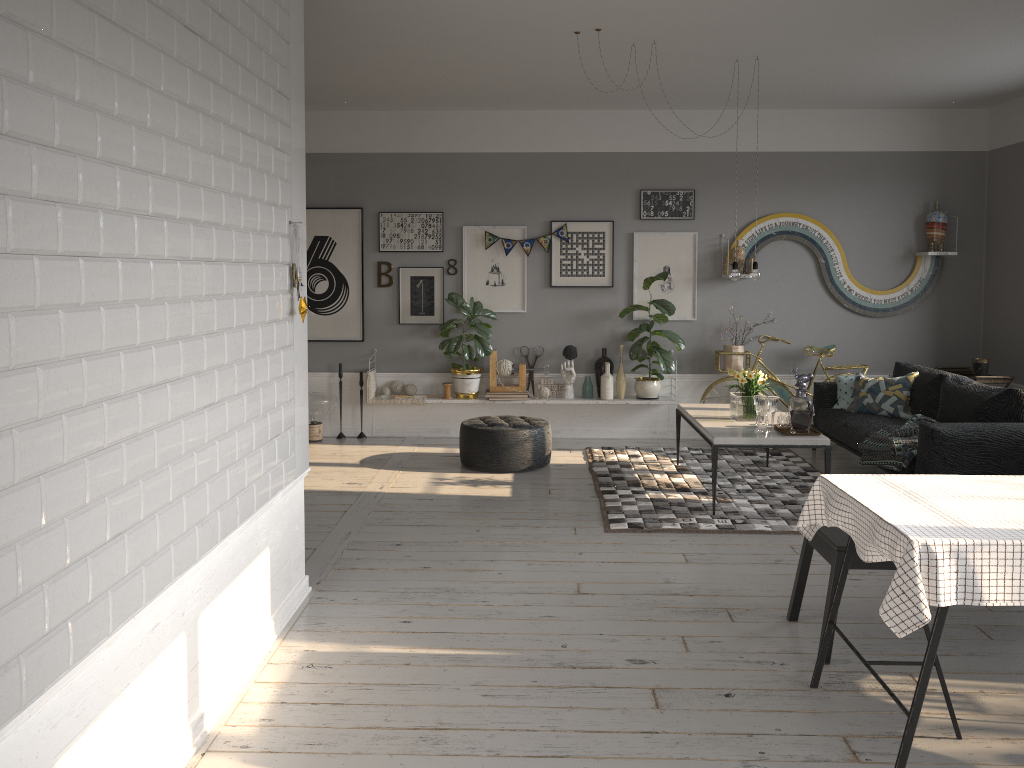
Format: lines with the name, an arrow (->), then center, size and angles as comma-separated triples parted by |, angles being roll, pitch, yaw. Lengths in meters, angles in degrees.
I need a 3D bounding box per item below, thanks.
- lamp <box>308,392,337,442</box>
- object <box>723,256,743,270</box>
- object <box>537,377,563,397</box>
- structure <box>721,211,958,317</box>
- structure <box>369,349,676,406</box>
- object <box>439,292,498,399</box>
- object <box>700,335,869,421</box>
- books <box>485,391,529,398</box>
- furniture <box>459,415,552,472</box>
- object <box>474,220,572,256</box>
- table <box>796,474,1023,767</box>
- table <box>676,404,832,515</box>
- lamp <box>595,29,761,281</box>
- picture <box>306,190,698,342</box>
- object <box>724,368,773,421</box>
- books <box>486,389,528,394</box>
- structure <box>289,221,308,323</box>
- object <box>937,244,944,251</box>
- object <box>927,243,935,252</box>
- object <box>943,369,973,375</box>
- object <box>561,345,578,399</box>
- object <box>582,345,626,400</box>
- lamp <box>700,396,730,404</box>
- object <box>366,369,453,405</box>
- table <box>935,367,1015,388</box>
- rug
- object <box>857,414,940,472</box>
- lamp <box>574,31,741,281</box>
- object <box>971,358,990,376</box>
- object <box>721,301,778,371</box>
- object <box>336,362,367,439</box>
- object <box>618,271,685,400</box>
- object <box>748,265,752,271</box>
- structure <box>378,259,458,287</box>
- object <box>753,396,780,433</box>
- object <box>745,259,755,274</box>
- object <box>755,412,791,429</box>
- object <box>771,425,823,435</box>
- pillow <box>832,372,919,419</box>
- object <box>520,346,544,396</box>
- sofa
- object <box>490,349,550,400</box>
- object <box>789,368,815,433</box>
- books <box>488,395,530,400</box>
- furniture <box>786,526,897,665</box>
lamp -> -1.801, 0.296, 8.015 | 0.433, 0.435, 0.434 | 2, 6, 23
object -> 1.969, -1.055, 7.867 | 0.197, 0.165, 0.060 | 4, 5, 35
object -> 0.363, 0.029, 8.122 | 0.265, 0.173, 0.078 | 1, 4, 7
structure -> 2.914, -1.071, 7.916 | 2.022, 0.952, 0.268 | 0, 4, 2
structure -> 0.093, -0.063, 8.044 | 2.775, 0.484, 0.309 | 0, 4, 2
object -> -0.403, -0.346, 7.951 | 0.510, 0.959, 0.548 | -1, 4, -13
object -> 2.509, 0.050, 7.925 | 1.626, 0.966, 0.428 | -1, 4, -7
books -> -0.045, 0.092, 8.022 | 0.384, 0.029, 0.261 | 0, 7, 2
furniture -> -0.052, 0.462, 7.044 | 0.735, 0.355, 0.739 | -1, 7, -11
object -> 0.103, -1.328, 8.092 | 0.914, 0.338, 0.058 | 0, 3, 1
table -> 2.044, 0.773, 2.835 | 2.025, 0.781, 0.936 | 0, 6, 1
table -> 1.622, 0.497, 6.180 | 0.732, 0.508, 1.464 | 0, 7, 2
lamp -> 1.108, -1.438, 5.764 | 1.397, 1.530, 0.074 | -3, 4, -29
picture -> -2.015, -0.881, 6.175 | 7.291, 1.787, 4.063 | 0, 6, 2
object -> 1.647, 0.068, 6.149 | 0.325, 0.349, 0.353 | 0, 5, 4
books -> -0.048, 0.069, 8.031 | 0.379, 0.017, 0.230 | 0, 7, -1
structure -> -0.936, -0.489, 3.872 | 0.078, 0.445, 0.134 | -1, 4, -10
object -> 3.771, -1.202, 7.787 | 0.050, 0.058, 0.050 | -1, 5, -9
object -> 3.705, -1.207, 7.822 | 0.060, 0.079, 0.060 | -1, 5, -10
object -> 3.995, -0.105, 7.813 | 0.246, 0.015, 0.320 | 0, 7, 2
object -> 0.517, -0.111, 8.015 | 0.155, 0.481, 0.137 | 0, 4, 1
object -> 0.832, -0.112, 7.991 | 0.286, 0.486, 0.333 | -3, 6, -38
lamp -> 1.870, 0.334, 7.753 | 0.433, 0.435, 0.434 | 3, 6, 32
object -> -0.919, 0.028, 8.053 | 0.784, 0.305, 0.330 | 0, 5, 2
table -> 3.990, 0.227, 7.678 | 0.339, 0.676, 0.746 | 0, 5, 2
rug -> 1.471, 0.707, 6.423 | 1.769, 0.034, 2.541 | 0, 7, 2
object -> 2.682, 0.415, 5.950 | 0.490, 0.327, 0.670 | 0, 6, -3
lamp -> 0.985, -1.446, 5.828 | 1.397, 1.530, 0.074 | -3, 4, -29
object -> 3.946, -0.131, 7.456 | 0.142, 0.159, 0.139 | 4, 6, 40
object -> 2.107, -0.425, 7.887 | 0.488, 0.638, 0.254 | 2, 4, 19
object -> -1.479, 0.148, 8.140 | 0.279, 0.698, 0.092 | 0, 3, -6
object -> 1.253, -0.434, 7.926 | 0.568, 1.145, 0.417 | 4, 5, 41
object -> 2.143, -1.027, 7.956 | 0.062, 0.081, 0.062 | -2, 5, -23
structure -> -0.871, -1.022, 8.166 | 0.739, 0.262, 0.024 | 0, 3, 2
object -> 1.623, 0.193, 5.656 | 0.168, 0.226, 0.082 | 1, 4, 13
object -> 2.117, -1.045, 7.877 | 0.086, 0.139, 0.086 | 0, 4, -6
object -> 1.764, 0.250, 5.786 | 0.279, 0.087, 0.247 | -2, 7, -20
object -> 1.821, 0.295, 5.668 | 0.246, 0.015, 0.320 | 0, 7, 2
pillow -> 2.956, 0.062, 7.156 | 0.443, 0.360, 0.803 | -2, 7, -16
object -> 0.185, -0.118, 8.155 | 0.221, 0.461, 0.019 | 0, 3, 2
sofa -> 2.991, 0.317, 6.544 | 0.970, 0.793, 2.354 | 0, 7, 1
object -> 0.074, -0.087, 8.013 | 0.545, 0.438, 0.240 | 0, 4, 2
object -> 1.831, 0.104, 5.593 | 0.156, 0.415, 0.149 | 2, 4, 21
books -> -0.033, 0.116, 8.028 | 0.368, 0.021, 0.298 | 0, 7, -4
furniture -> 2.037, 0.839, 3.632 | 1.669, 0.454, 0.468 | 0, 5, 2
